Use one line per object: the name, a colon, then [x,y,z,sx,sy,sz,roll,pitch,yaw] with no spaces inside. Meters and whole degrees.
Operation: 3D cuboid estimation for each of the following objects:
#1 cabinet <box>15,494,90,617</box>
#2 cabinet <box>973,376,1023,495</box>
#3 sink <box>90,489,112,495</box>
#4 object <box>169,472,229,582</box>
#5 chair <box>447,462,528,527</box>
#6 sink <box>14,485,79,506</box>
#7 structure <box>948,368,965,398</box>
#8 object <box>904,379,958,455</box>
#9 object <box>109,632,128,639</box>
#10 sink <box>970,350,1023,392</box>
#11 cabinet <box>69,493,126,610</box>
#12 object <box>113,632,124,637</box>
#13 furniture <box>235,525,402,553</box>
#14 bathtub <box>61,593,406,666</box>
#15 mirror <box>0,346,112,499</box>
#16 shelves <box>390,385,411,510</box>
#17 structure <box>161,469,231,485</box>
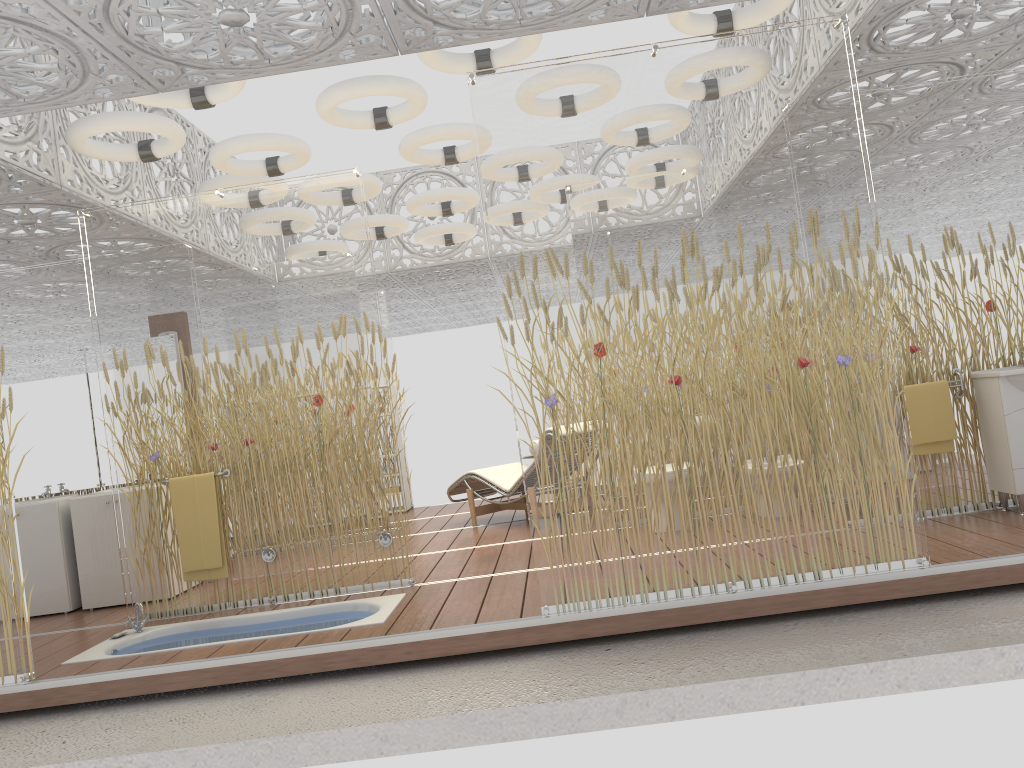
cabinet: [-3.451,1.258,6.516,0.643,0.782,0.549,-8,-2,2]
cabinet: [3.079,0.252,5.126,0.580,0.678,0.316,-8,-2,2]
sink: [-2.792,0.794,6.513,0.573,0.266,0.499,-8,-2,5]
object: [-1.917,0.881,5.428,0.283,0.656,0.042,-8,-2,2]
chair: [0.120,0.803,7.815,0.635,0.811,1.787,-7,-2,-38]
sink: [-3.503,0.894,6.544,0.573,0.266,0.499,-8,-2,0]
structure: [2.485,0.018,5.248,0.405,0.183,0.115,-8,-2,1]
object: [2.451,0.203,5.214,0.295,0.427,0.042,-8,-2,-7]
object: [-2.258,1.446,5.090,0.065,0.011,0.108,-8,-2,12]
sink: [3.033,-0.074,5.069,0.603,0.263,0.454,-8,-2,2]
cabinet: [-2.740,1.158,6.486,0.643,0.782,0.549,-8,-2,2]
object: [-2.258,1.439,5.090,0.035,0.016,0.066,-8,-2,12]
furniture: [-1.152,0.927,5.302,0.977,0.014,0.178,-8,-2,2]
bathtub: [-1.463,1.453,4.894,1.700,0.582,0.700,-8,-2,2]
mirror: [-3.215,0.253,6.805,1.422,1.081,0.009,-8,-2,2]
shelves: [-1.475,0.756,10.301,0.366,1.460,0.344,-8,-2,2]
structure: [-1.960,0.577,5.464,0.442,0.047,0.078,-8,-2,2]
